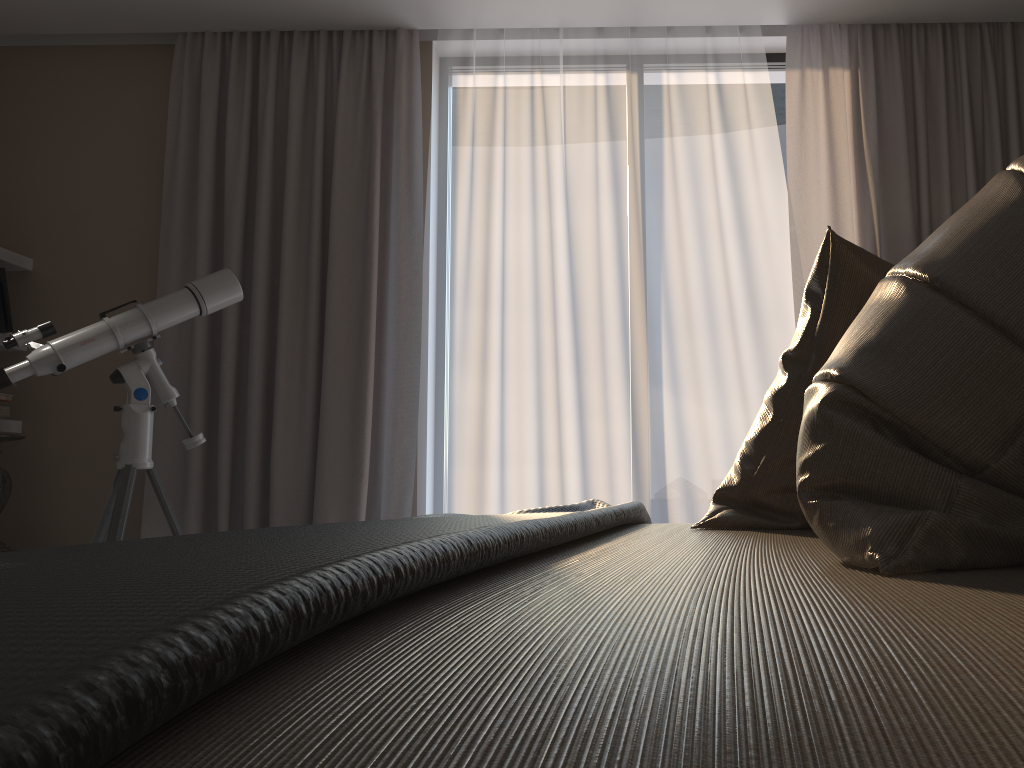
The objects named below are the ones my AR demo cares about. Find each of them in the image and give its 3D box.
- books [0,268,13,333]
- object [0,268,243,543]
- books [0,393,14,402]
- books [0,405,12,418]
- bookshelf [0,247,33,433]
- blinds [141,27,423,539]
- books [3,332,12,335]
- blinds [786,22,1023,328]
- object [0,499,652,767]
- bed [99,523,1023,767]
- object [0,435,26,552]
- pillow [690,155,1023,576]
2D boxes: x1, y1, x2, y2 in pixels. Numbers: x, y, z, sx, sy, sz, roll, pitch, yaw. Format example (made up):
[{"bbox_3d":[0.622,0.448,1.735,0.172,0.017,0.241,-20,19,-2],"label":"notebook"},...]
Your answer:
[{"bbox_3d":[-1.996,-0.317,3.342,0.168,0.246,0.088,0,-7,2],"label":"books"},{"bbox_3d":[-1.215,0.289,2.675,0.614,1.407,0.599,0,-7,5],"label":"object"},{"bbox_3d":[-2.028,0.046,3.257,0.251,0.023,0.174,0,-6,-2],"label":"books"},{"bbox_3d":[-2.025,0.102,3.251,0.237,0.043,0.201,-4,-7,28],"label":"books"},{"bbox_3d":[-2.314,-0.147,1.235,0.229,1.204,4.546,-1,-6,7],"label":"bookshelf"},{"bbox_3d":[-0.886,-0.263,3.289,1.047,2.644,0.358,0,-7,2],"label":"blinds"},{"bbox_3d":[-2.027,-0.303,3.379,0.173,0.223,0.099,0,-7,2],"label":"books"},{"bbox_3d":[1.575,-0.290,3.300,0.999,2.643,0.340,0,-7,1],"label":"blinds"},{"bbox_3d":[-0.219,0.310,1.009,0.605,0.323,2.093,-2,-6,15],"label":"object"},{"bbox_3d":[0.219,0.475,0.912,2.246,0.625,2.338,-2,-6,13],"label":"bed"},{"bbox_3d":[-1.907,0.427,3.190,0.216,0.482,0.222,-1,-7,13],"label":"object"},{"bbox_3d":[0.610,-0.085,0.950,0.878,0.519,1.287,-2,-7,15],"label":"pillow"}]
